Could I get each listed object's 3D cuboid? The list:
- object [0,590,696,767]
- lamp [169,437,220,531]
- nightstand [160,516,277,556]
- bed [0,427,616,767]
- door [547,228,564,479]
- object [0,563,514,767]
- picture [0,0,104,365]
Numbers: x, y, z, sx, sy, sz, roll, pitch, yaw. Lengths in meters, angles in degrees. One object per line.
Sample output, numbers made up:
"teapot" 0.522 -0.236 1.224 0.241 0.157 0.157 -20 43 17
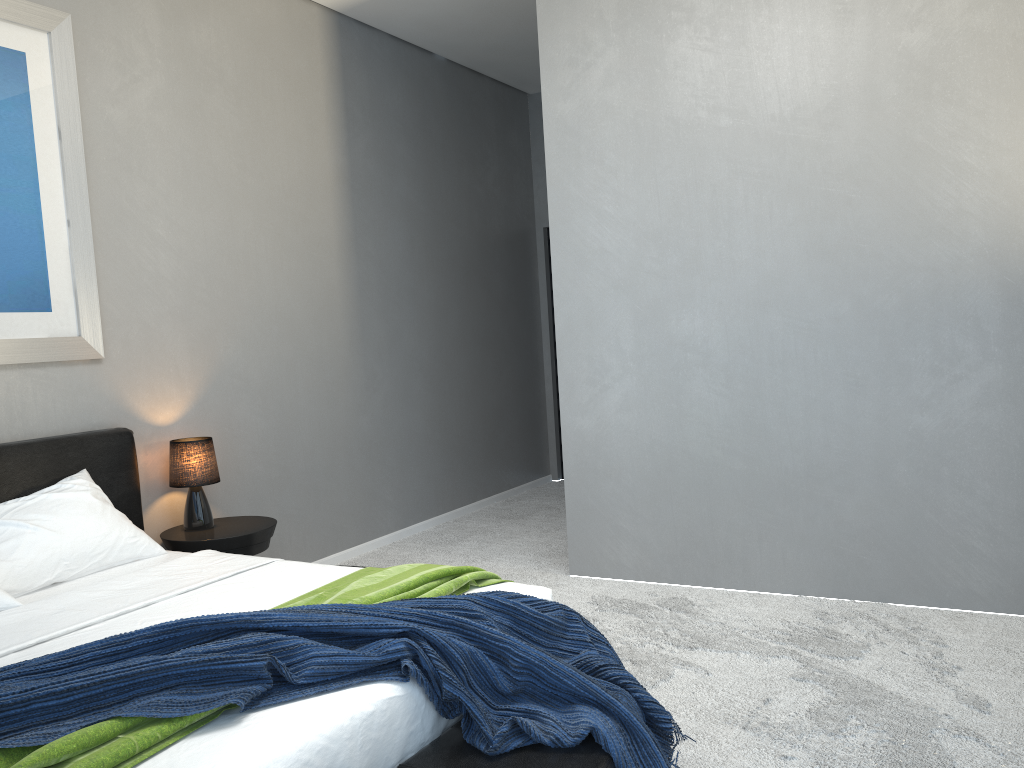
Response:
"object" -0.585 0.814 1.957 2.152 0.569 0.684 -5 4 -18
"lamp" -1.411 0.444 3.949 0.219 0.401 0.208 -3 4 10
"nightstand" -1.286 0.858 3.960 0.496 0.441 0.496 -6 4 -31
"bed" -1.009 0.685 2.373 2.617 0.935 2.750 -2 4 30
"door" 0.977 -0.234 6.493 0.677 2.054 1.825 -5 4 -20
"object" -0.594 0.747 2.139 0.646 0.343 2.298 -2 4 29
"picture" -2.203 -0.734 2.886 0.025 1.402 1.797 -1 4 30
